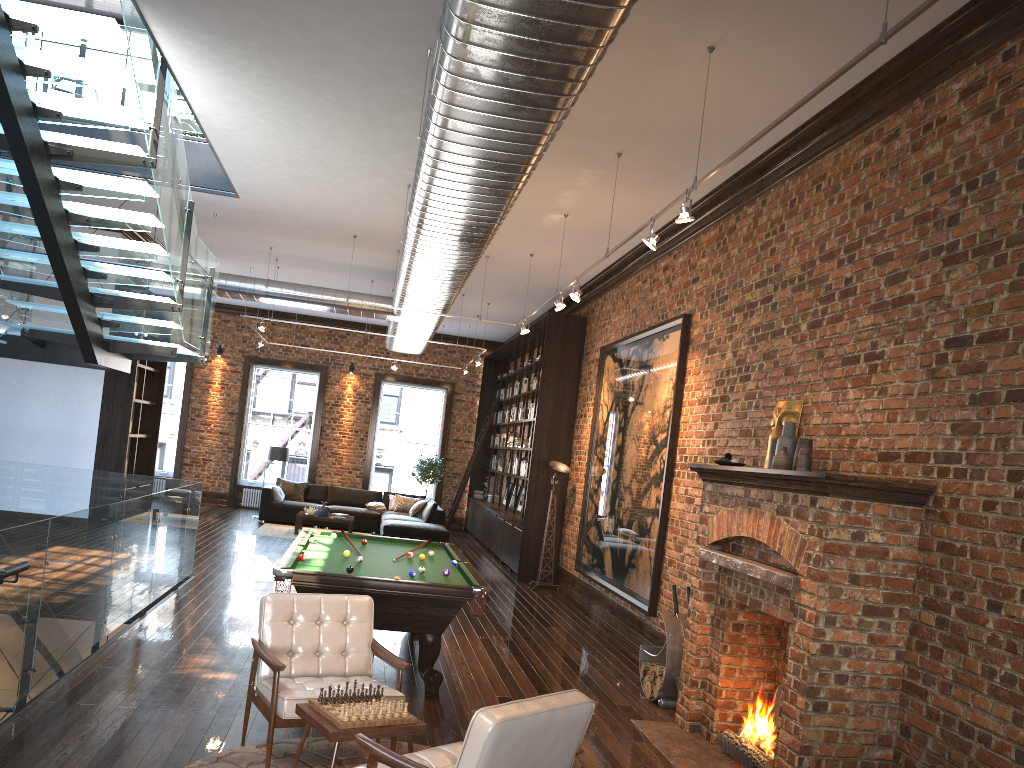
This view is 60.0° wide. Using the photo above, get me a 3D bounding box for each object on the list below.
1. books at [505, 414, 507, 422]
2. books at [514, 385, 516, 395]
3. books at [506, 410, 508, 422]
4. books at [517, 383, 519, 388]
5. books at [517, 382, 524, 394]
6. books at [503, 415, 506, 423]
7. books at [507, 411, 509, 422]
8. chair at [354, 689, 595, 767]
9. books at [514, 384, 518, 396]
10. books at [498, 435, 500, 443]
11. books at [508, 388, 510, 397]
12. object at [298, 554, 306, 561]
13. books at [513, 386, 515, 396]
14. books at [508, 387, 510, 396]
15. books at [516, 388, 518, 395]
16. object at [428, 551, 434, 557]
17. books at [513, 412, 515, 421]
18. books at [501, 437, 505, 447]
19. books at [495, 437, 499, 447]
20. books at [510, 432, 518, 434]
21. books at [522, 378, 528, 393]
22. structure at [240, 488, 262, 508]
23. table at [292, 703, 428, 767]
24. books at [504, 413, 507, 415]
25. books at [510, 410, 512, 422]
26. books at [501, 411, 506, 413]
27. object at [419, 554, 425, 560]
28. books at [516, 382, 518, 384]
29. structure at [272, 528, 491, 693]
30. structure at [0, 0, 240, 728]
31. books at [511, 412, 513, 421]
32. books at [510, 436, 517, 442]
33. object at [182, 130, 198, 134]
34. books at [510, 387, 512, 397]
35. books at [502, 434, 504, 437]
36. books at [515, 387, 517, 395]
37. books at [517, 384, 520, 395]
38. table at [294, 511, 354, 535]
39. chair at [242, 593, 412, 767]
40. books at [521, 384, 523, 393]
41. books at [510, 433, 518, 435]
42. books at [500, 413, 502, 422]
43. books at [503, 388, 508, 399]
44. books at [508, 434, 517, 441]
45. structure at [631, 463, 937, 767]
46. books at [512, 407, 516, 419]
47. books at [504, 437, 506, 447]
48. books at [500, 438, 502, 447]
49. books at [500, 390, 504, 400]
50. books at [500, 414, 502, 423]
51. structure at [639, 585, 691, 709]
[{"bbox_3d":[-0.040,0.710,18.713,0.174,0.279,0.128,7,-1,-9],"label":"books"},{"bbox_3d":[0.133,0.158,17.958,0.173,0.273,0.059,7,0,-9],"label":"books"},{"bbox_3d":[-0.033,0.703,18.652,0.174,0.282,0.113,7,-1,-9],"label":"books"},{"bbox_3d":[0.182,0.135,17.697,0.160,0.285,0.014,7,0,-9],"label":"books"},{"bbox_3d":[0.203,0.123,17.531,0.176,0.288,0.030,7,0,-9],"label":"books"},{"bbox_3d":[-0.134,0.774,19.198,0.186,0.210,0.069,7,0,-9],"label":"books"},{"bbox_3d":[-0.010,0.701,18.451,0.175,0.256,0.027,7,0,-9],"label":"books"},{"bbox_3d":[-0.183,1.649,3.665,0.738,0.865,0.773,5,-3,41],"label":"chair"},{"bbox_3d":[0.156,0.150,17.791,0.192,0.266,0.016,7,0,-9],"label":"books"},{"bbox_3d":[-0.211,1.260,19.397,0.180,0.263,0.015,7,0,-9],"label":"books"},{"bbox_3d":[0.024,0.203,18.654,0.184,0.274,0.013,7,0,-9],"label":"books"},{"bbox_3d":[-1.641,1.357,6.929,0.057,0.057,0.057,5,-3,38],"label":"object"},{"bbox_3d":[0.119,0.175,18.054,0.183,0.251,0.015,7,0,-9],"label":"books"},{"bbox_3d":[0.011,0.207,18.748,0.188,0.280,0.028,7,0,-9],"label":"books"},{"bbox_3d":[0.174,0.183,17.671,0.177,0.185,0.035,7,0,-9],"label":"books"},{"bbox_3d":[-0.748,1.570,8.206,0.057,0.057,0.057,5,-3,36],"label":"object"},{"bbox_3d":[0.111,0.674,17.734,0.183,0.218,0.034,7,0,-9],"label":"books"},{"bbox_3d":[-0.095,1.228,18.495,0.236,0.202,0.046,7,0,-9],"label":"books"},{"bbox_3d":[-0.249,1.280,19.462,0.232,0.224,0.024,7,0,-9],"label":"books"},{"bbox_3d":[0.020,1.143,18.086,0.161,0.331,0.006,7,0,-9],"label":"books"},{"bbox_3d":[0.305,0.062,16.901,0.186,0.328,0.069,7,0,-9],"label":"books"},{"bbox_3d":[-5.374,2.583,19.754,1.303,0.395,0.215,7,-1,-9],"label":"structure"},{"bbox_3d":[-0.747,1.812,4.218,0.519,0.494,0.461,8,-3,-34],"label":"table"},{"bbox_3d":[-0.127,0.757,19.219,0.166,0.249,0.079,7,0,-9],"label":"books"},{"bbox_3d":[0.056,0.662,18.075,0.178,0.285,0.087,7,0,-9],"label":"books"},{"bbox_3d":[-0.164,0.747,19.437,0.184,0.292,0.006,7,0,-9],"label":"books"},{"bbox_3d":[-0.799,1.536,7.870,0.057,0.057,0.057,7,-2,-9],"label":"object"},{"bbox_3d":[0.154,0.136,17.923,0.166,0.315,0.016,7,0,-9],"label":"books"},{"bbox_3d":[-1.174,1.874,7.654,1.555,0.850,2.960,7,-4,-9],"label":"structure"},{"bbox_3d":[-4.495,0.034,6.494,3.582,14.480,7.043,7,-1,-9],"label":"structure"},{"bbox_3d":[0.082,0.678,17.875,0.192,0.226,0.025,7,0,-9],"label":"books"},{"bbox_3d":[0.021,1.187,18.014,0.148,0.232,0.036,7,0,-9],"label":"books"},{"bbox_3d":[-4.058,-3.183,10.959,0.540,0.768,0.520,7,-1,1],"label":"object"},{"bbox_3d":[0.047,0.206,18.534,0.178,0.254,0.036,7,0,-9],"label":"books"},{"bbox_3d":[-0.140,1.216,18.907,0.185,0.286,0.036,7,0,-9],"label":"books"},{"bbox_3d":[0.154,0.178,17.728,0.187,0.200,0.030,7,0,-9],"label":"books"},{"bbox_3d":[0.208,0.137,17.478,0.185,0.253,0.030,7,0,-9],"label":"books"},{"bbox_3d":[-3.414,2.579,16.215,1.002,0.345,1.002,7,-4,-9],"label":"table"},{"bbox_3d":[-1.037,1.658,4.970,0.772,0.865,0.739,8,-2,-29],"label":"chair"},{"bbox_3d":[0.244,0.129,17.306,0.143,0.250,0.078,7,0,-9],"label":"books"},{"bbox_3d":[0.018,1.155,18.080,0.162,0.305,0.006,7,0,-9],"label":"books"},{"bbox_3d":[-0.160,0.763,19.341,0.189,0.246,0.005,7,0,-9],"label":"books"},{"bbox_3d":[-0.088,0.239,19.270,0.191,0.279,0.017,7,0,-9],"label":"books"},{"bbox_3d":[-0.001,1.160,18.063,0.189,0.287,0.013,7,0,-9],"label":"books"},{"bbox_3d":[1.546,1.494,5.605,0.888,1.904,2.001,7,-2,-9],"label":"structure"},{"bbox_3d":[0.102,0.631,17.810,0.183,0.313,0.013,7,0,-9],"label":"books"},{"bbox_3d":[-0.059,1.226,18.444,0.186,0.208,0.017,7,0,-9],"label":"books"},{"bbox_3d":[-0.144,1.258,18.872,0.192,0.195,0.034,7,0,-9],"label":"books"},{"bbox_3d":[-0.139,0.265,19.478,0.235,0.252,0.028,7,0,-9],"label":"books"},{"bbox_3d":[-0.152,0.776,19.316,0.186,0.219,0.021,7,0,-9],"label":"books"},{"bbox_3d":[1.396,2.085,7.036,0.538,0.918,0.927,7,-2,-8],"label":"structure"}]
